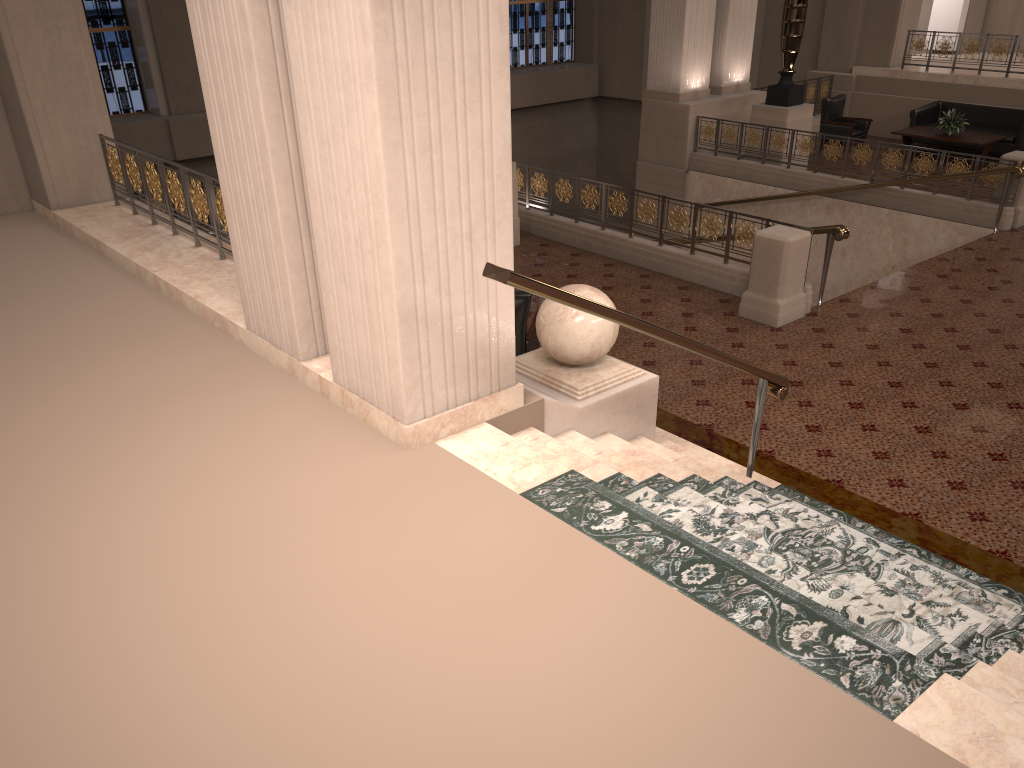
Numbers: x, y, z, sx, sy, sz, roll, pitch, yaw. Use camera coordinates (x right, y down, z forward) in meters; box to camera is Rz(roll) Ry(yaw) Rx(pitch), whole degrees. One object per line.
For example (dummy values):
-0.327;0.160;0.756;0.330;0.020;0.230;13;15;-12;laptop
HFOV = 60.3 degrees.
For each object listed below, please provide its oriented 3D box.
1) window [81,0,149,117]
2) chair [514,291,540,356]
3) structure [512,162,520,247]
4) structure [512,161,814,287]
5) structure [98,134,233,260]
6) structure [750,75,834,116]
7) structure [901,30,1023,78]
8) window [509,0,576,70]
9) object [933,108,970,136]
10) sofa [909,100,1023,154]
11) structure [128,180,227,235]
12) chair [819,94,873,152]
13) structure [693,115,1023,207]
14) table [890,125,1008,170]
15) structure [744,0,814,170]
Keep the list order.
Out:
-7.642;-6.857;13.479;2.927;5.632;0.067;-22;36;-33;window
-0.118;-0.433;7.122;0.647;0.887;0.683;4;29;9;chair
-0.422;-2.962;9.952;0.686;2.931;0.680;-23;36;-34;structure
1.220;-1.945;9.886;0.077;0.565;4.797;-24;34;-34;structure
-2.490;-1.372;6.809;0.031;0.657;3.592;-24;34;-35;structure
4.961;-5.031;15.707;2.484;0.688;0.031;-21;35;-34;structure
8.114;-5.322;14.320;0.031;0.657;3.592;-24;34;-35;structure
0.303;-9.816;19.107;2.927;5.632;0.067;-22;36;-33;window
6.844;-4.091;13.719;0.501;0.396;0.500;-5;28;-6;object
7.553;-4.112;14.379;0.857;0.744;1.869;-23;34;-35;sofa
-3.031;-2.054;10.046;2.484;0.688;0.031;-21;35;-33;structure
5.586;-4.368;14.830;0.700;0.887;0.631;24;38;39;chair
4.459;-3.151;12.180;0.077;0.565;4.802;-25;35;-35;structure
6.855;-3.727;13.948;0.821;0.458;1.434;-22;33;-35;table
4.115;-4.652;13.166;0.686;2.931;0.680;-23;36;-34;structure
